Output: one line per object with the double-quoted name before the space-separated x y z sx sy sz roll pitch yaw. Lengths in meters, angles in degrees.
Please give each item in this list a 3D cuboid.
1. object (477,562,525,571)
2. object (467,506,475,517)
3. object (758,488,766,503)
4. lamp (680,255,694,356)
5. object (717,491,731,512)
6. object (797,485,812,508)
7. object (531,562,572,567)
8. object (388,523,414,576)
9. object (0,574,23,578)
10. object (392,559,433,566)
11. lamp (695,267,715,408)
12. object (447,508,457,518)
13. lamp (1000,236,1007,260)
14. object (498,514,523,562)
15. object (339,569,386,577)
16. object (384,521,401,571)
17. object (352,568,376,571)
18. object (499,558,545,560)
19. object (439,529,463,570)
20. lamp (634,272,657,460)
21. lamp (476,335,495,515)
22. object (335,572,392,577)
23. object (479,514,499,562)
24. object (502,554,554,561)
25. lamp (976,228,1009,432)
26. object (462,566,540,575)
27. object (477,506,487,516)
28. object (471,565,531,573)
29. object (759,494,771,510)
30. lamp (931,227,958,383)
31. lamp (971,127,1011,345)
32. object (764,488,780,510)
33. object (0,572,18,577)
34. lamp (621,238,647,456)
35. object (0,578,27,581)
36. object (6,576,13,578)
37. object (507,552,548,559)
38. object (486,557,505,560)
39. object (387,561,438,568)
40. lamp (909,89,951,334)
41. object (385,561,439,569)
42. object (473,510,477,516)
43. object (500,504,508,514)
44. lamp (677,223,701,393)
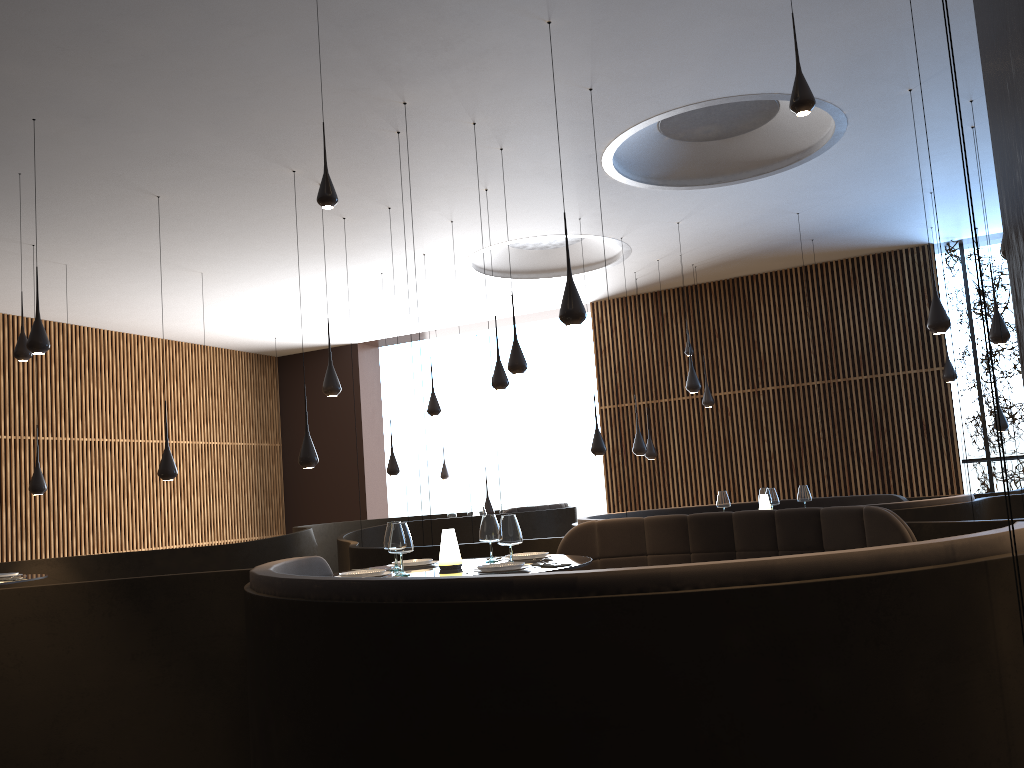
"object" -0.060 0.997 4.817 0.263 0.029 0.264 -5 -7 10
"object" -0.604 1.993 13.389 0.142 0.294 0.142 -4 -6 -1
"object" 2.715 1.261 9.504 0.142 0.294 0.142 -3 -6 -7
"lamp" 2.554 -1.163 13.096 0.133 1.505 0.133 -6 -6 21
"object" 2.191 1.256 9.171 0.142 0.294 0.142 -3 -6 -13
"object" 3.018 1.193 9.144 0.142 0.294 0.142 1 -8 -43
"object" 0.216 1.010 4.941 0.126 0.017 0.262 0 -8 -28
"object" -0.628 0.934 5.011 0.142 0.294 0.142 -10 -8 43
"object" -4.594 1.736 7.985 0.332 0.014 0.332 -9 -9 34
"object" -0.637 1.148 5.681 0.263 0.029 0.263 -8 -8 30
"lamp" 2.963 -0.740 13.819 0.196 2.218 0.196 0 -7 -39
"object" -0.879 1.964 13.004 0.142 0.294 0.142 -7 -6 23
"lamp" 2.881 -1.813 5.272 0.196 2.218 0.196 -1 -7 -29
"object" -0.010 0.895 5.055 0.142 0.294 0.142 -2 -6 -18
"object" -0.848 1.081 5.033 0.263 0.029 0.264 -1 -8 -24
"object" -0.720 1.000 5.473 0.142 0.294 0.142 -3 -6 -14
"object" -0.919 1.172 5.572 0.126 0.017 0.263 -1 -8 -24
"object" 0.102 1.087 5.537 0.204 0.012 0.412 1 -9 -34
"object" -0.370 0.978 5.257 0.142 0.231 0.145 -4 -6 0
"lamp" 2.051 -0.298 13.871 0.196 2.953 0.196 -5 -6 11
"lamp" -0.472 0.670 14.259 0.196 2.953 0.196 -2 -6 -19
"object" -0.847 1.091 5.032 0.332 0.014 0.332 -5 -7 8
"object" -0.137 0.974 5.605 0.142 0.294 0.142 -7 -7 25
"object" 0.099 1.087 5.541 0.332 0.014 0.333 0 -8 -29
"lamp" 6.825 -0.794 12.691 0.196 2.953 0.196 -1 -7 -29
"object" -0.063 1.008 4.813 0.410 0.012 0.205 0 -9 -32
"object" -0.429 1.878 12.584 0.142 0.294 0.142 -7 -7 29
"object" -0.059 1.006 4.816 0.332 0.014 0.333 -3 -7 -9
"object" 2.611 1.256 9.161 0.145 0.231 0.142 -10 -8 41
"lamp" 6.067 -1.128 12.536 0.196 2.218 0.196 -1 -7 -29
"lamp" 4.740 -1.494 8.857 0.196 2.218 0.196 -1 -7 -29
"object" 2.566 1.176 8.750 0.142 0.294 0.142 -4 -6 -3
"object" -4.594 1.727 7.986 0.263 0.029 0.264 -4 -7 -4
"lamp" 1.594 -0.516 11.885 0.196 2.953 0.196 -2 -6 -19
"object" -4.224 1.655 7.499 0.262 0.017 0.126 -9 -9 35
"object" -4.589 1.737 7.983 0.411 0.012 0.204 -8 -8 30
"object" 0.099 1.077 5.542 0.263 0.029 0.264 -1 -8 -26
"object" -0.032 1.137 5.810 0.262 0.017 0.127 0 -8 -30
"object" -0.637 1.158 5.680 0.332 0.014 0.332 -8 -8 27
"lamp" 3.667 -1.544 7.872 0.196 2.218 0.196 -1 -7 -29
"object" -0.633 1.159 5.683 0.410 0.012 0.205 0 -8 -28
"object" -0.522 1.967 12.986 0.144 0.231 0.142 2 -8 -43
"object" -0.112 1.915 13.055 0.142 0.294 0.142 -3 -6 -6
"lamp" 2.239 -0.989 11.407 0.196 2.218 0.196 -6 -6 21
